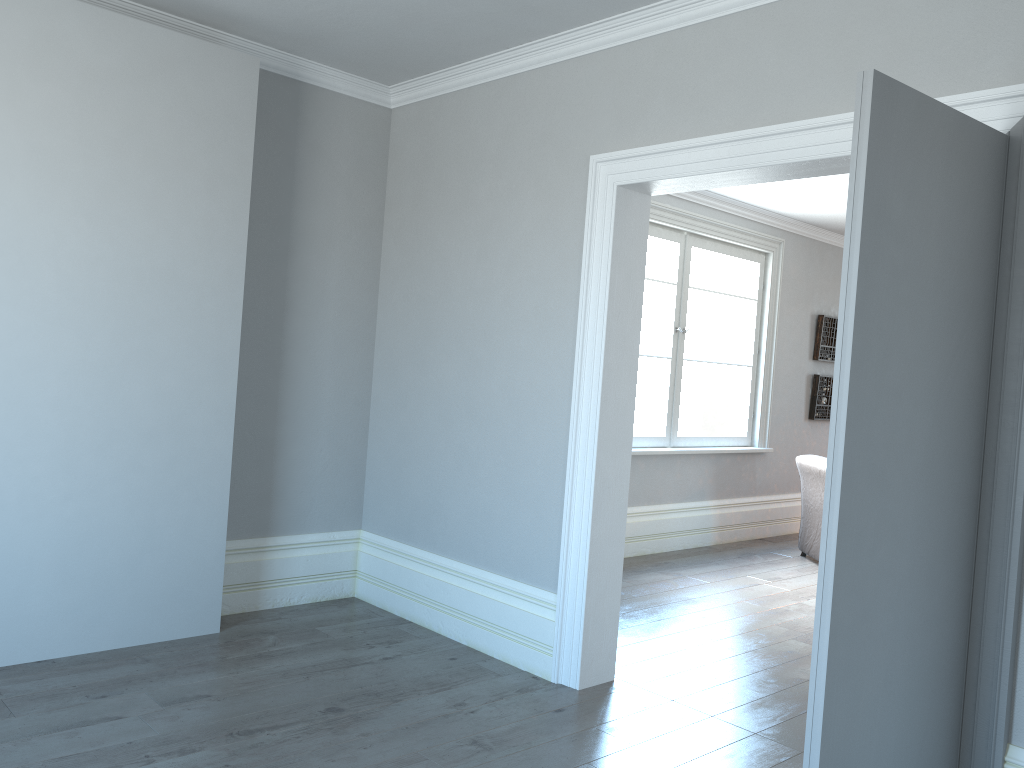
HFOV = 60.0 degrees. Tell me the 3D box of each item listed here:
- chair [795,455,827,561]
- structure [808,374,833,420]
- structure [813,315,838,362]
[{"bbox_3d":[2.687,0.981,6.594,0.970,0.795,0.807,4,1,-2],"label":"chair"},{"bbox_3d":[2.919,0.129,8.221,0.468,0.416,0.086,3,1,-43],"label":"structure"},{"bbox_3d":[2.945,-0.413,8.220,0.468,0.416,0.099,3,1,-43],"label":"structure"}]
